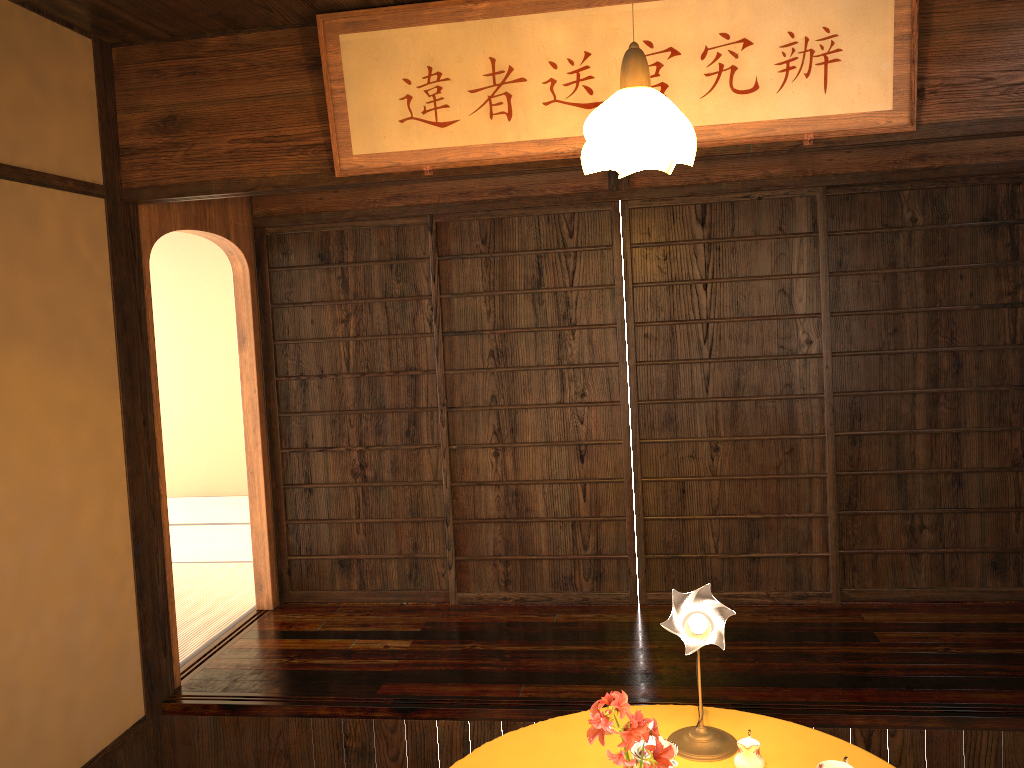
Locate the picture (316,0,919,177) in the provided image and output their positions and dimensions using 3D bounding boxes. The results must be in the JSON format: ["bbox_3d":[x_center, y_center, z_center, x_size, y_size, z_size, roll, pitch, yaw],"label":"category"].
[{"bbox_3d":[0.329,-1.088,3.082,2.043,0.564,0.117,-2,3,9],"label":"picture"}]

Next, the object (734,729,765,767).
[{"bbox_3d":[0.619,0.971,2.321,0.078,0.098,0.083,-5,4,-22],"label":"object"}]

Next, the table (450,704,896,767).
[{"bbox_3d":[0.410,1.396,2.122,1.443,0.694,1.447,-2,5,9],"label":"table"}]

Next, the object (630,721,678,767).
[{"bbox_3d":[0.339,0.926,2.119,0.154,0.252,0.164,-2,4,22],"label":"object"}]

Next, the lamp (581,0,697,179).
[{"bbox_3d":[0.266,-0.887,1.999,0.277,0.809,0.250,-1,4,31],"label":"lamp"}]

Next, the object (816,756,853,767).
[{"bbox_3d":[0.802,0.978,2.180,0.099,0.076,0.090,-4,4,-6],"label":"object"}]

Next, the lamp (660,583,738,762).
[{"bbox_3d":[0.540,1.103,2.499,0.198,1.201,0.512,-3,3,9],"label":"lamp"}]
